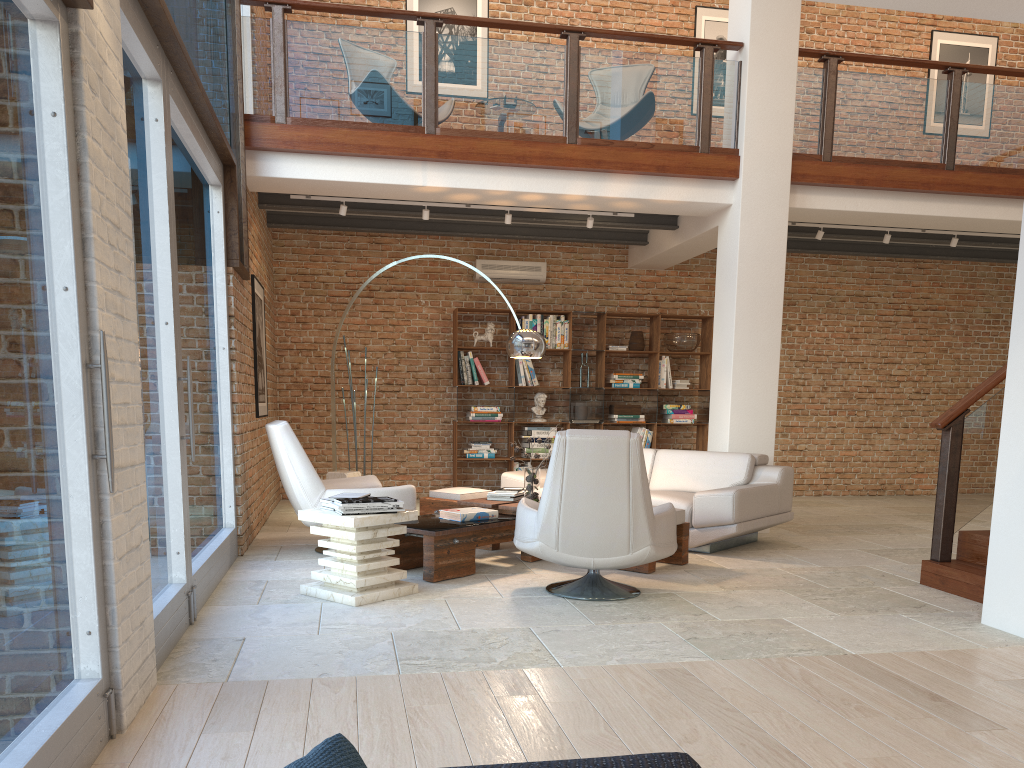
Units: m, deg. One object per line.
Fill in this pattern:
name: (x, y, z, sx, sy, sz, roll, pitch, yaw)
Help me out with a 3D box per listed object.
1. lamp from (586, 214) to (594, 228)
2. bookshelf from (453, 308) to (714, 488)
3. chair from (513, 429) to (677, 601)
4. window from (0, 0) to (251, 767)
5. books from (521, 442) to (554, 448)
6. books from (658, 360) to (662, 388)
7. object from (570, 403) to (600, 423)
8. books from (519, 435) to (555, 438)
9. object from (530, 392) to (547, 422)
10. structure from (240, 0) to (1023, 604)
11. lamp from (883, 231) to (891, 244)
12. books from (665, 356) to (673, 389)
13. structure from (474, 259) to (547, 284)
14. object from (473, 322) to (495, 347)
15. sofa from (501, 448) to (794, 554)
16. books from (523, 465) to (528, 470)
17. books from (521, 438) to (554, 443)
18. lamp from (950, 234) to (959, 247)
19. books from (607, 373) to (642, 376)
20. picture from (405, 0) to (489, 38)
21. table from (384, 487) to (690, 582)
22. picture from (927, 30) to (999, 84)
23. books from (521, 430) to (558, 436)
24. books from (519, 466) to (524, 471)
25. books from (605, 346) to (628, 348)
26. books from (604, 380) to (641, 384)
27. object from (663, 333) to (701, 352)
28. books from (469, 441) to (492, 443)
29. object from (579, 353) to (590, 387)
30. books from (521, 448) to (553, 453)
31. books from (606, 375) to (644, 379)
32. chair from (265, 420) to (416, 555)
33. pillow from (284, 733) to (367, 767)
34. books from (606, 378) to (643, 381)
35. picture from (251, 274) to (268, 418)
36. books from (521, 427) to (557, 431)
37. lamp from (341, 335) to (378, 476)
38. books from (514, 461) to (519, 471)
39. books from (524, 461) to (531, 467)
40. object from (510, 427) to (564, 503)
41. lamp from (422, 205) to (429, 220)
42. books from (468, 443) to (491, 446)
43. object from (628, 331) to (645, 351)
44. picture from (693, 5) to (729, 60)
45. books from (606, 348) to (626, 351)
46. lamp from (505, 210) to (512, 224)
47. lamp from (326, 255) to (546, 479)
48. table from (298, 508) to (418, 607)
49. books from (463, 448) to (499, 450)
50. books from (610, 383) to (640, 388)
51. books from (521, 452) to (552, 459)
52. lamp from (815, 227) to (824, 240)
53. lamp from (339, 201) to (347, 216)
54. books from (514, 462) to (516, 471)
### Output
lamp: (0.721, -1.497, 8.037, 0.061, 0.117, 0.093, 0, 5, -4)
bookshelf: (0.833, 0.289, 10.289, 3.033, 2.243, 0.356, 0, 9, -11)
chair: (0.494, 0.766, 5.172, 1.027, 1.034, 0.956, 1, 4, 6)
window: (-1.546, -2.032, 2.275, 0.647, 6.492, 12.170, -1, 1, -11)
books: (0.324, 0.718, 10.269, 0.379, 0.065, 0.241, 1, -1, -24)
books: (1.717, -0.110, 10.400, 0.055, 0.335, 0.250, -1, 5, -11)
object: (0.836, 0.337, 10.281, 0.335, 0.237, 0.279, 0, 3, -11)
books: (0.314, 0.618, 10.252, 0.444, 0.021, 0.268, 1, -1, -11)
object: (0.316, 0.272, 10.201, 0.196, 0.356, 0.190, 1, 7, 5)
structure: (3.419, -0.820, 3.898, 10.153, 4.203, 13.677, 1, 0, -11)
lamp: (3.693, -1.440, 8.586, 0.061, 0.131, 0.084, 0, 6, -9)
books: (1.842, -0.135, 10.441, 0.101, 0.390, 0.239, -1, 6, -11)
structure: (-0.023, -1.287, 10.014, 0.812, 0.223, 0.196, 1, 4, -11)
object: (-0.318, -0.562, 9.905, 0.252, 0.288, 0.128, 0, 7, -3)
sofa: (1.127, 0.952, 7.602, 2.315, 0.769, 1.135, 0, 1, 39)
books: (0.142, 1.134, 10.309, 0.055, 0.335, 0.250, -1, 5, -11)
books: (0.300, 0.656, 10.243, 0.326, 0.056, 0.251, 1, -1, -16)
lamp: (4.425, -1.427, 8.723, 0.061, 0.131, 0.084, 0, 6, -9)
books: (1.329, -0.109, 10.339, 0.355, 0.021, 0.268, 1, -1, -12)
picture: (-0.708, -3.787, 9.575, 0.913, 1.219, 0.027, 0, 9, -10)
table: (-0.077, 1.072, 6.382, 2.191, 0.436, 1.958, 0, -1, 40)
picture: (5.531, -3.681, 10.745, 0.913, 1.219, 0.027, 0, 9, -10)
books: (0.320, 0.575, 10.264, 0.379, 0.065, 0.241, 1, -1, -16)
books: (0.085, 1.134, 10.304, 0.057, 0.336, 0.250, -1, 6, -11)
books: (1.212, -0.430, 10.211, 0.236, 0.019, 0.169, 1, -1, -18)
books: (1.313, -0.024, 10.348, 0.379, 0.037, 0.241, 1, -1, -11)
object: (2.020, -0.483, 10.385, 0.436, 0.223, 0.431, 1, 1, 31)
books: (-0.366, 0.677, 10.150, 0.252, 0.017, 0.160, 1, -1, -11)
object: (0.847, -0.159, 10.183, 0.121, 0.406, 0.060, 0, 9, -8)
books: (0.309, 0.779, 10.292, 0.362, 0.056, 0.279, 1, -1, -8)
books: (1.335, -0.080, 10.324, 0.379, 0.037, 0.241, 1, -1, -17)
chair: (-1.333, 0.777, 6.608, 0.981, 1.016, 1.012, -1, 4, -26)
pillow: (-0.271, 0.580, 0.812, 0.374, 0.333, 0.560, 3, 3, 40)
books: (1.331, -0.052, 10.337, 0.379, 0.018, 0.241, 1, -1, -18)
picture: (-2.253, -0.302, 7.796, 0.027, 1.217, 0.896, -1, 6, -11)
books: (0.317, 0.524, 10.251, 0.379, 0.037, 0.241, 1, -1, -11)
lamp: (-1.617, 0.425, 9.206, 0.414, 1.854, 0.196, -6, 11, -40)
books: (0.038, 1.107, 10.300, 0.036, 0.390, 0.239, -1, 6, -11)
books: (0.200, 1.108, 10.337, 0.079, 0.392, 0.239, -1, 6, -11)
object: (0.272, 0.602, 6.525, 0.539, 0.618, 0.312, -3, 8, -39)
lamp: (-0.766, -1.520, 7.749, 0.061, 0.123, 0.084, 0, 6, -9)
books: (-0.379, 0.704, 10.172, 0.236, 0.019, 0.169, 1, -1, -18)
object: (1.464, -0.499, 10.237, 0.191, 0.237, 0.192, 4, 6, 37)
picture: (2.549, -3.732, 10.186, 0.913, 1.219, 0.027, 0, 9, -10)
books: (1.219, -0.403, 10.209, 0.206, 0.034, 0.131, 1, -1, -11)
lamp: (-0.034, -1.503, 7.887, 0.061, 0.131, 0.084, 0, 6, -9)
lamp: (-0.664, 0.126, 7.326, 2.023, 2.394, 0.313, 3, 9, 25)
table: (-0.906, 0.997, 5.167, 0.491, 0.513, 0.490, 4, 5, 39)
books: (-0.367, 0.757, 10.152, 0.379, 0.018, 0.241, 1, -1, -18)
books: (1.335, 0.022, 10.351, 0.326, 0.056, 0.251, 1, -1, -1)
books: (0.313, 0.839, 10.283, 0.379, 0.065, 0.241, 1, -1, -16)
lamp: (2.984, -1.452, 8.450, 0.059, 0.131, 0.085, -6, 9, -41)
lamp: (-1.475, -1.528, 7.614, 0.059, 0.131, 0.085, -6, 9, -41)
books: (0.005, 1.106, 10.277, 0.036, 0.390, 0.239, -1, 6, -11)
